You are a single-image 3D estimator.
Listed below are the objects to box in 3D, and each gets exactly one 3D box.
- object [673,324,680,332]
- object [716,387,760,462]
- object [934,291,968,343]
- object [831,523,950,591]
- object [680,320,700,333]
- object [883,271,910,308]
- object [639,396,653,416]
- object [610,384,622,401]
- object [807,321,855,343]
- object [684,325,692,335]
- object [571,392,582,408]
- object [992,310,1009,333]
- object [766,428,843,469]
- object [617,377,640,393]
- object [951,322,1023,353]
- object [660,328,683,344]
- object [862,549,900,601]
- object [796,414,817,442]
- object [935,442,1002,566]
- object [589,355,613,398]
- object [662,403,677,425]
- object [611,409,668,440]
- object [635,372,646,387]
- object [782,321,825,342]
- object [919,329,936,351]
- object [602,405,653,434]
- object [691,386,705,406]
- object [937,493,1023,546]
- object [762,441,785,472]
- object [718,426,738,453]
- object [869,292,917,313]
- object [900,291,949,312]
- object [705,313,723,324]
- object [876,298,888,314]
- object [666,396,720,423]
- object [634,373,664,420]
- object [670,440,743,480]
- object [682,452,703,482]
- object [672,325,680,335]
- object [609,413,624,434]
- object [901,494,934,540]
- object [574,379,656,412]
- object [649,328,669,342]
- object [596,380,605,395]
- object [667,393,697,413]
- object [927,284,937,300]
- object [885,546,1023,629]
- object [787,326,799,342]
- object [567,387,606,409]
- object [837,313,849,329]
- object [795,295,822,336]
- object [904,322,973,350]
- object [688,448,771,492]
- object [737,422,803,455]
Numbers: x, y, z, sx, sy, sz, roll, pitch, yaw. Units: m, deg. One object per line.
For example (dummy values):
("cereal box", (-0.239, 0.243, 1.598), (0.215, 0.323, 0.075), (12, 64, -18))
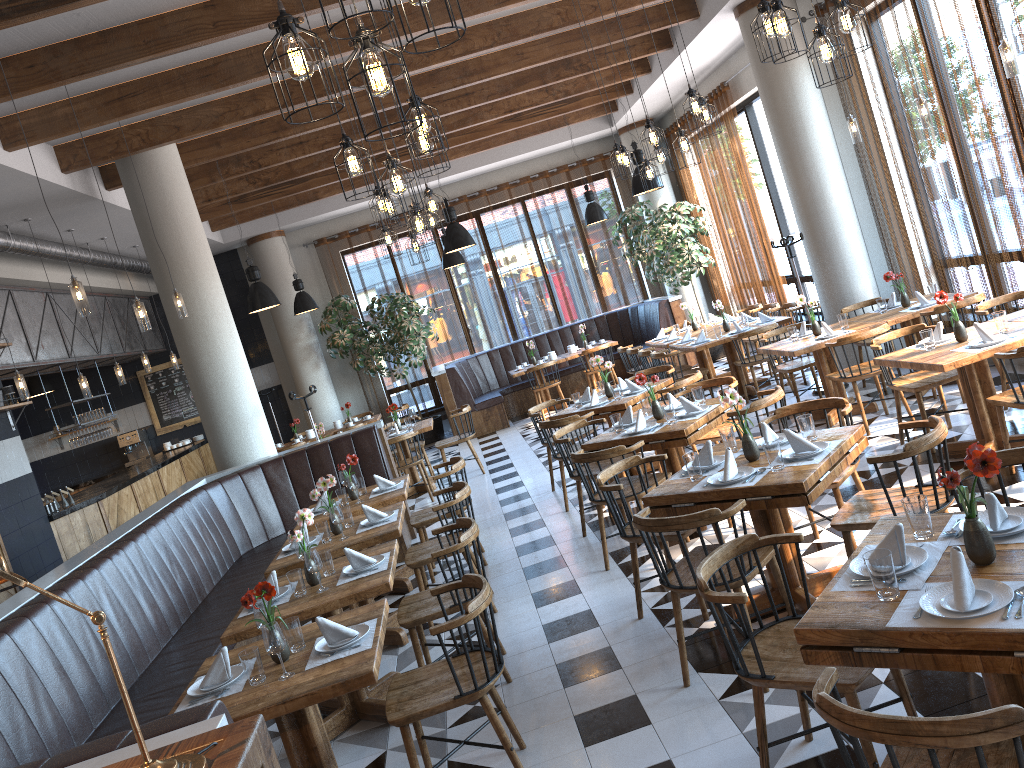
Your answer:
("object", (2.214, -0.734, 11.894), (0.080, 0.132, 0.080), (-19, 4, -19))
("object", (1.135, 0.200, 4.455), (0.146, 0.399, 0.207), (-17, 4, 8))
("object", (2.860, -0.444, 5.769), (0.157, 0.354, 0.170), (-19, 4, -25))
("object", (1.159, 0.500, 2.750), (0.271, 0.137, 0.355), (-13, 7, 41))
("object", (2.356, -0.799, 12.078), (0.352, 0.137, 0.272), (-18, 5, -4))
("object", (3.469, -0.854, 7.982), (0.170, 0.354, 0.157), (-16, 4, 19))
("object", (1.008, 0.166, 6.616), (0.080, 0.132, 0.080), (-17, 4, 11))
("object", (0.918, 0.078, 7.787), (0.080, 0.132, 0.079), (-20, 5, -39))
("object", (2.729, -0.475, 7.644), (0.352, 0.137, 0.272), (-18, 5, -4))
("object", (2.234, -0.675, 11.231), (0.080, 0.132, 0.080), (-19, 4, -19))
("object", (0.594, 0.151, 8.059), (0.080, 0.132, 0.079), (-20, 5, -39))
("object", (3.114, -0.394, 5.642), (0.080, 0.132, 0.080), (-19, 4, -19))
("object", (1.393, 0.275, 4.280), (0.271, 0.137, 0.355), (-13, 7, 41))
("object", (1.043, -0.015, 8.298), (0.350, 0.137, 0.274), (-13, 7, 41))
("object", (2.916, -0.317, 5.456), (0.352, 0.137, 0.272), (-18, 5, -4))
("object", (2.035, -0.629, 11.368), (0.272, 0.137, 0.352), (-18, 5, -4))
("object", (1.067, 0.551, 2.548), (0.079, 0.132, 0.080), (-16, 4, 21))
("object", (1.495, 0.226, 4.481), (0.080, 0.132, 0.080), (-17, 4, 11))
("object", (1.346, 0.348, 2.543), (0.170, 0.354, 0.157), (-14, 5, 43))
("object", (0.850, -0.075, 8.117), (0.206, 0.399, 0.147), (-16, 4, 16))
("object", (1.071, 0.207, 6.003), (0.080, 0.132, 0.080), (-17, 4, 1))
("object", (0.871, 0.256, 6.105), (0.350, 0.137, 0.274), (-13, 7, 41))
("object", (1.183, -0.038, 8.117), (0.080, 0.132, 0.079), (-19, 4, -29))
("object", (2.677, -0.512, 8.175), (0.352, 0.137, 0.272), (-18, 5, -4))
("object", (2.722, -0.287, 5.792), (0.080, 0.132, 0.080), (-19, 4, -19))
("object", (0.833, 0.231, 6.481), (0.271, 0.137, 0.355), (-13, 7, 41))
("object", (1.336, 0.092, 6.332), (0.080, 0.132, 0.080), (-17, 4, 1))
("object", (1.519, 0.384, 2.780), (0.350, 0.137, 0.274), (-13, 7, 41))
("object", (1.230, 0.341, 4.151), (0.080, 0.132, 0.080), (-17, 4, 11))
("object", (1.166, 0.300, 4.764), (0.080, 0.132, 0.080), (-17, 4, 11))
("object", (3.522, -0.782, 8.239), (0.352, 0.137, 0.272), (-18, 5, -4))
("object", (3.574, -0.745, 7.709), (0.352, 0.137, 0.272), (-18, 5, -4))
("object", (2.745, -0.914, 12.010), (0.272, 0.137, 0.352), (-18, 5, -4))
("object", (3.360, -0.709, 8.040), (0.079, 0.132, 0.080), (-16, 4, 21))
("object", (1.231, 0.141, 6.136), (0.271, 0.137, 0.355), (-13, 7, 41))
("object", (0.984, 0.084, 6.336), (0.157, 0.354, 0.170), (-20, 4, -38))
("object", (0.995, 0.365, 4.625), (0.271, 0.137, 0.355), (-13, 7, 41))
("object", (0.906, 0.415, 4.423), (0.080, 0.132, 0.080), (-17, 4, 11))
("object", (2.186, -0.715, 11.788), (0.080, 0.132, 0.080), (-19, 4, -19))
("object", (0.747, 0.281, 6.275), (0.080, 0.132, 0.080), (-17, 4, 1))
("object", (1.327, 0.436, 2.889), (0.080, 0.132, 0.080), (-17, 4, 11))
("object", (0.899, 0.066, 7.936), (0.574, 0.137, 0.586), (-13, 7, 41))
("object", (1.985, -0.670, 11.943), (0.272, 0.137, 0.352), (-18, 5, -4))
("object", (0.854, 0.036, 8.400), (0.080, 0.132, 0.079), (-19, 4, -29))
("object", (1.193, 0.116, 6.511), (0.350, 0.137, 0.274), (-13, 7, 41))
("object", (3.753, -0.817, 7.890), (0.079, 0.132, 0.080), (-16, 4, 21))
("object", (1.197, 0.525, 2.374), (0.350, 0.137, 0.274), (-13, 7, 41))
("object", (2.534, -0.445, 7.977), (0.080, 0.132, 0.080), (-19, 4, -19))
("object", (0.683, 0.101, 8.268), (0.271, 0.137, 0.355), (-13, 7, 41))
("object", (2.927, -0.553, 7.827), (0.080, 0.132, 0.080), (-19, 4, -19))
("object", (2.663, -0.622, 7.931), (0.208, 0.399, 0.145), (-20, 5, -40))
("object", (2.865, -0.353, 5.986), (0.352, 0.137, 0.272), (-18, 5, -4))
("object", (1.033, 0.390, 4.249), (0.350, 0.137, 0.274), (-13, 7, 41))
("object", (1.355, 0.249, 4.656), (0.350, 0.137, 0.274), (-13, 7, 41))
